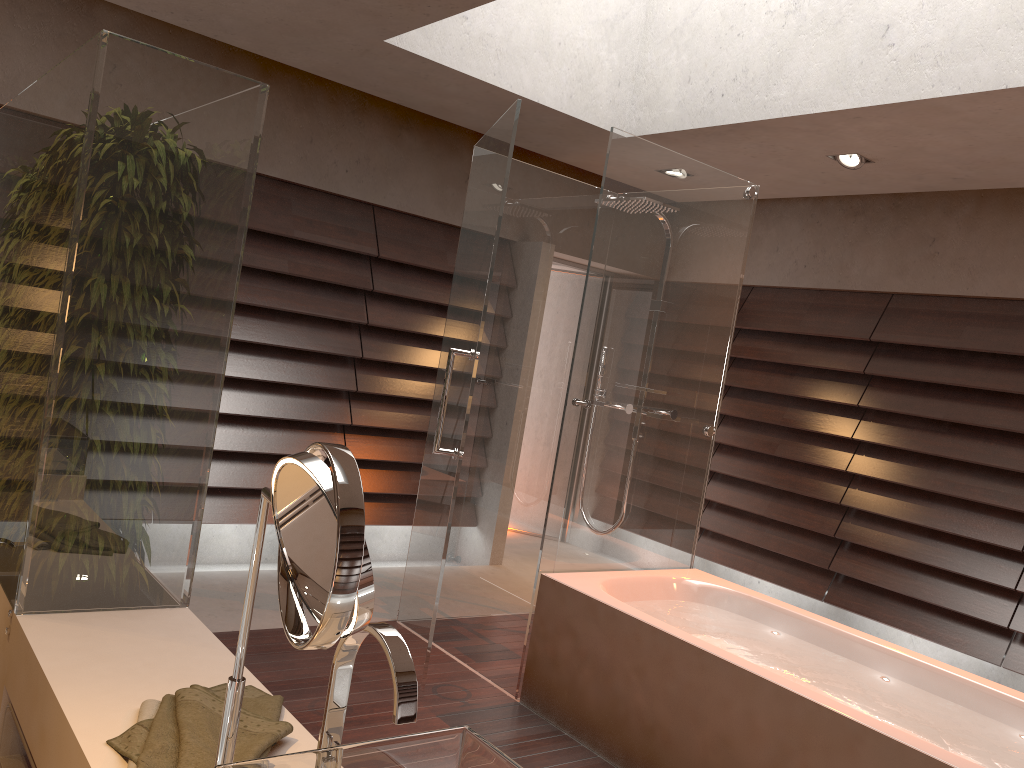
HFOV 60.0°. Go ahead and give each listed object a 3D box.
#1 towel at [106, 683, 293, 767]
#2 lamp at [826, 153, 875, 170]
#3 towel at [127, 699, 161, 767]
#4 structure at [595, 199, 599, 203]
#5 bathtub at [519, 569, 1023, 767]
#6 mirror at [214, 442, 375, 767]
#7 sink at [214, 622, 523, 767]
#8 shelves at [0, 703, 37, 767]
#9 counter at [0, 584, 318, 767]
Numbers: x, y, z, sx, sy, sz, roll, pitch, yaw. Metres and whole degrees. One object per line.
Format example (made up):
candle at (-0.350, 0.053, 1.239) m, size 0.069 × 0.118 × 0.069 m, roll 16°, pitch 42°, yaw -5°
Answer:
towel at (-0.496, 0.547, 1.375) m, size 0.258 × 0.057 × 0.571 m, roll 10°, pitch 2°, yaw 3°
lamp at (1.641, -1.104, 4.295) m, size 0.170 × 0.110 × 0.165 m, roll 8°, pitch 3°, yaw -38°
towel at (-0.474, 0.567, 1.349) m, size 0.202 × 0.027 × 0.394 m, roll 9°, pitch 2°, yaw -18°
structure at (0.467, -0.043, 4.160) m, size 0.385 × 1.578 × 0.575 m, roll 8°, pitch 2°, yaw -38°
bathtub at (1.082, 1.017, 2.884) m, size 0.994 × 0.761 × 2.000 m, roll 8°, pitch 3°, yaw -38°
mirror at (-0.246, 0.337, 0.867) m, size 0.074 × 0.589 × 0.316 m, roll 8°, pitch 2°, yaw -36°
sink at (-0.095, 0.477, 0.936) m, size 0.340 × 0.357 × 0.486 m, roll 8°, pitch 3°, yaw -38°
shelves at (-0.802, 0.909, 1.737) m, size 0.368 × 0.436 × 0.487 m, roll 8°, pitch 3°, yaw -38°
counter at (-0.903, 0.759, 1.907) m, size 0.350 × 0.686 × 2.931 m, roll 8°, pitch 3°, yaw -38°
